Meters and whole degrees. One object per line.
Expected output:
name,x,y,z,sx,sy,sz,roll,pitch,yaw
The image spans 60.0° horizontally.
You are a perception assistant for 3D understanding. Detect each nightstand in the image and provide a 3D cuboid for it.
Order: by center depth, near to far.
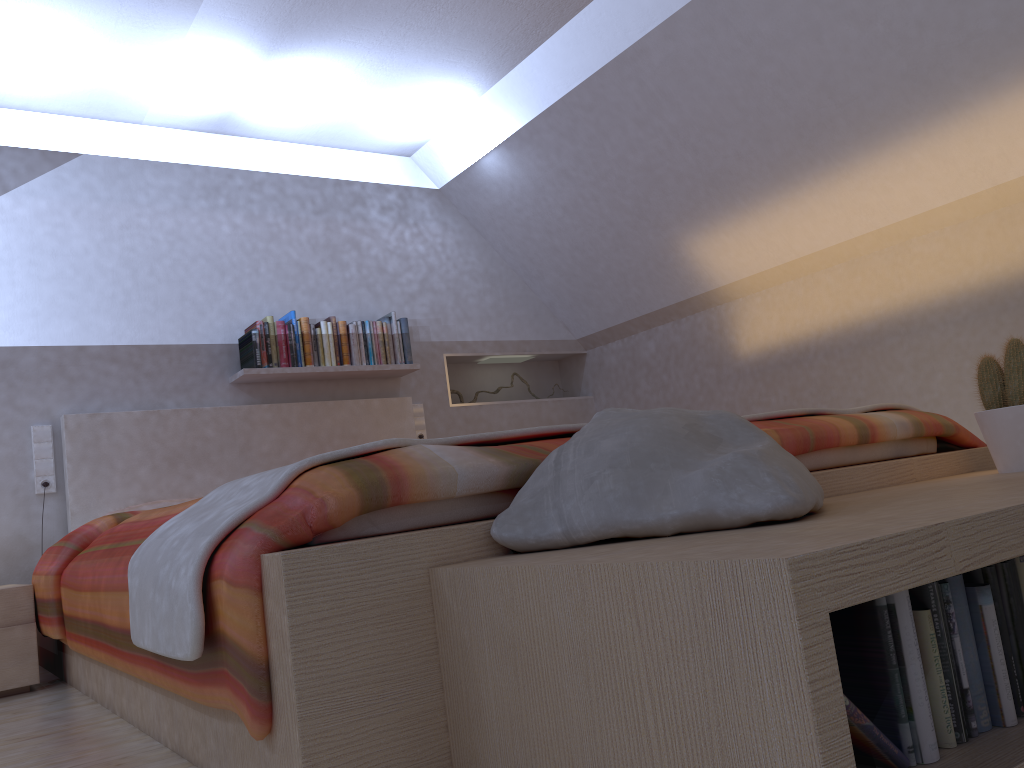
nightstand,-2.078,0.890,2.886,0.859,0.329,0.847,-3,-9,-34

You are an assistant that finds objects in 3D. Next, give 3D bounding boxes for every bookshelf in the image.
bookshelf,0.692,0.328,1.420,1.495,0.303,0.643,-3,-9,-34
bookshelf,-0.910,-0.054,4.397,0.916,0.028,0.223,-3,-9,-34

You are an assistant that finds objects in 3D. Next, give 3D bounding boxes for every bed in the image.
bed,-0.358,0.325,2.952,2.087,0.994,3.009,-3,-9,-34

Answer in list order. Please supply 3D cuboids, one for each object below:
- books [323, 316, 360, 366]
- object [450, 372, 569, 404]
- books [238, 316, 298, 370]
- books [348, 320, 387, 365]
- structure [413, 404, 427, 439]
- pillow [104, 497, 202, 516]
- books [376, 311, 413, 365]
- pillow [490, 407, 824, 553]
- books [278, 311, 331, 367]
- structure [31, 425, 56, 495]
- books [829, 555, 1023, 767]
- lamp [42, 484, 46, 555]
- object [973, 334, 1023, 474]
books,-0.881,-0.198,4.448,0.140,0.260,0.209,-3,-9,-34
object,0.002,0.027,5.311,0.905,0.193,0.085,-3,-9,-34
books,-1.170,-0.186,4.246,0.209,0.260,0.215,-3,-9,-34
books,-0.759,-0.189,4.534,0.159,0.231,0.200,-3,-9,-34
structure,-0.497,0.250,4.741,0.077,0.286,0.034,-3,-9,-34
pillow,-1.394,0.558,3.703,0.572,0.180,0.492,-3,-9,-34
books,-0.637,-0.219,4.623,0.145,0.281,0.200,-3,-9,-34
pillow,0.257,0.126,1.477,0.470,0.241,0.498,-11,-8,20
books,-1.016,-0.202,4.363,0.178,0.281,0.200,-3,-9,-34
structure,-1.970,0.317,3.729,0.077,0.286,0.034,-3,-9,-34
books,0.478,0.311,1.058,0.652,0.193,0.157,-3,-9,-34
lamp,-2.030,0.639,3.308,0.318,0.515,0.684,-7,-8,-6
object,1.037,0.041,1.842,0.144,0.294,0.144,-7,-8,-10
